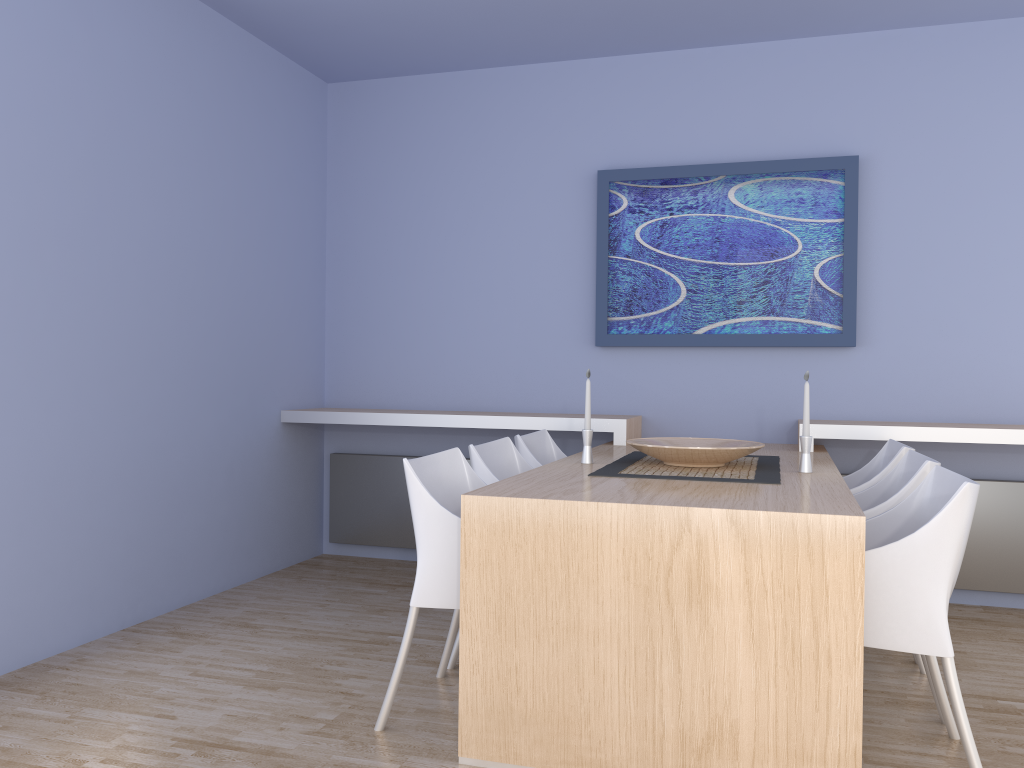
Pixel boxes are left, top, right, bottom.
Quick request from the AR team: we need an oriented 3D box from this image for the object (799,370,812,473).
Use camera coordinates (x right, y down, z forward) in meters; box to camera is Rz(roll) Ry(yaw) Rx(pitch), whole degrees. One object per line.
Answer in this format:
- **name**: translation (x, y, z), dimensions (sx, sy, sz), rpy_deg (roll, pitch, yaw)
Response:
- **object**: translation (1.004, 0.127, 3.025), dimensions (0.045, 0.349, 0.045), rpy_deg (1, 1, 17)

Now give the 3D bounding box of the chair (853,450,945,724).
- **chair**: translation (1.177, 0.626, 2.978), dimensions (0.486, 0.793, 0.510), rpy_deg (1, 1, 18)

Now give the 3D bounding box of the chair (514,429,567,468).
- **chair**: translation (0.243, 0.607, 3.844), dimensions (0.486, 0.793, 0.510), rpy_deg (1, 1, 17)

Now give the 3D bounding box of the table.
- **table**: translation (0.683, 0.654, 3.331), dimensions (1.002, 0.718, 2.340), rpy_deg (1, 1, 17)

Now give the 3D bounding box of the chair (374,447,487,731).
- **chair**: translation (-0.095, 0.613, 2.746), dimensions (0.486, 0.793, 0.510), rpy_deg (1, 1, 17)

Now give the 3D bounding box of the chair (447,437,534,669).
- **chair**: translation (0.074, 0.610, 3.295), dimensions (0.486, 0.793, 0.510), rpy_deg (1, 1, 17)

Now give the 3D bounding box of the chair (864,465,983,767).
- **chair**: translation (1.002, 0.629, 2.409), dimensions (0.486, 0.793, 0.510), rpy_deg (1, 1, 17)

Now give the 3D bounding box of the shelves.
- **shelves**: translation (0.701, 0.585, 4.309), dimensions (3.901, 0.840, 0.463), rpy_deg (1, 1, 17)

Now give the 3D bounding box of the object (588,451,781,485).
- **object**: translation (0.665, 0.294, 3.223), dimensions (0.594, 0.005, 0.986), rpy_deg (1, 1, 17)

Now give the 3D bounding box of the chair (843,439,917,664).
- **chair**: translation (1.350, 0.623, 3.540), dimensions (0.486, 0.793, 0.510), rpy_deg (1, 1, 17)

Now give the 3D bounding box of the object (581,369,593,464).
- **object**: translation (0.278, 0.116, 3.249), dimensions (0.045, 0.349, 0.045), rpy_deg (0, 1, -31)

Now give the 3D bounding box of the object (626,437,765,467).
- **object**: translation (0.662, 0.252, 3.226), dimensions (0.493, 0.081, 0.493), rpy_deg (1, 1, 36)

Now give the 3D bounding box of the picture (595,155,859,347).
- **picture**: translation (1.038, -0.636, 4.389), dimensions (1.252, 0.901, 0.049), rpy_deg (1, 1, 17)

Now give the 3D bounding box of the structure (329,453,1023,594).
- **structure**: translation (0.816, 0.670, 4.463), dimensions (3.843, 0.503, 0.064), rpy_deg (1, 1, 17)
